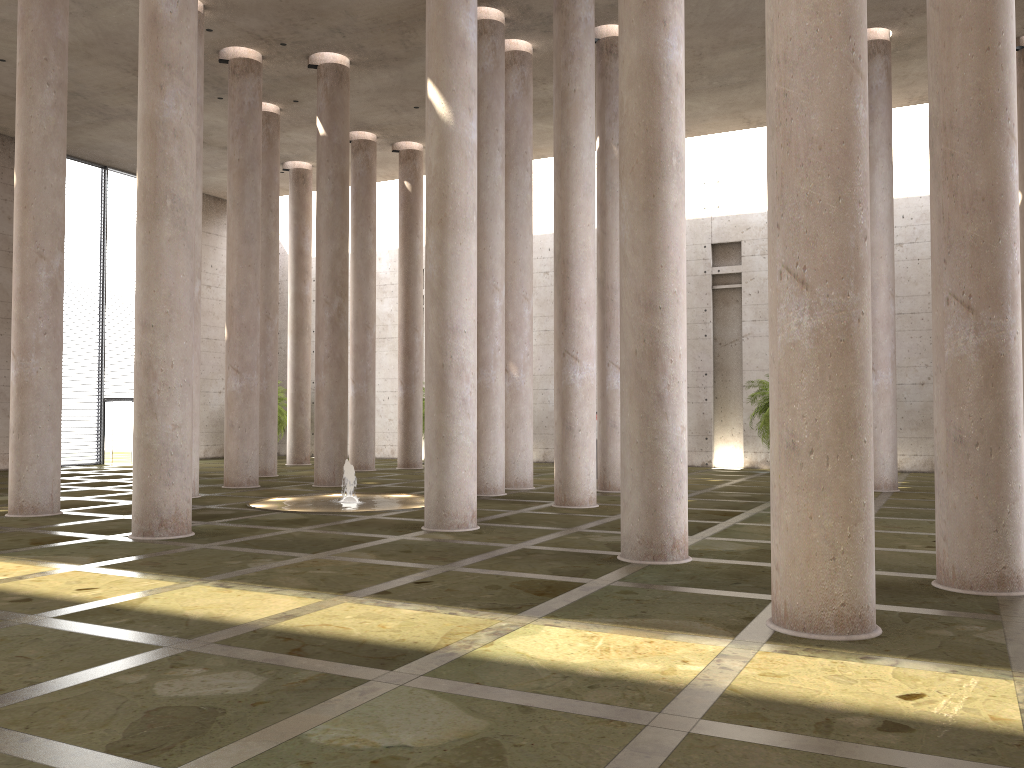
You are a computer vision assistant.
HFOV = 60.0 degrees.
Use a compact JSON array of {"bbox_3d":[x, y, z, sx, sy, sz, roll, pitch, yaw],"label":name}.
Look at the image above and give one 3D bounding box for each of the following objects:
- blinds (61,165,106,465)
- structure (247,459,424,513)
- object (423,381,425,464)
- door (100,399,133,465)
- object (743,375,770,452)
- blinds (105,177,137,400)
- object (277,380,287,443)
[{"bbox_3d":[-14.745,-2.325,30.316,0.202,10.110,1.676,-1,-2,27],"label":"blinds"},{"bbox_3d":[-3.191,2.110,17.497,3.913,1.279,3.916,0,-2,-1],"label":"structure"},{"bbox_3d":[-2.748,1.411,31.706,2.151,3.126,2.290,0,-2,10],"label":"object"},{"bbox_3d":[-13.972,1.681,31.567,0.761,2.300,2.132,0,-2,7],"label":"door"},{"bbox_3d":[8.219,1.134,26.227,2.483,3.247,2.333,1,-2,-25],"label":"object"},{"bbox_3d":[-13.893,-3.372,31.917,0.202,7.905,1.676,-1,-2,27],"label":"blinds"},{"bbox_3d":[-9.931,1.461,35.367,2.483,3.247,2.333,-1,-2,30],"label":"object"}]
